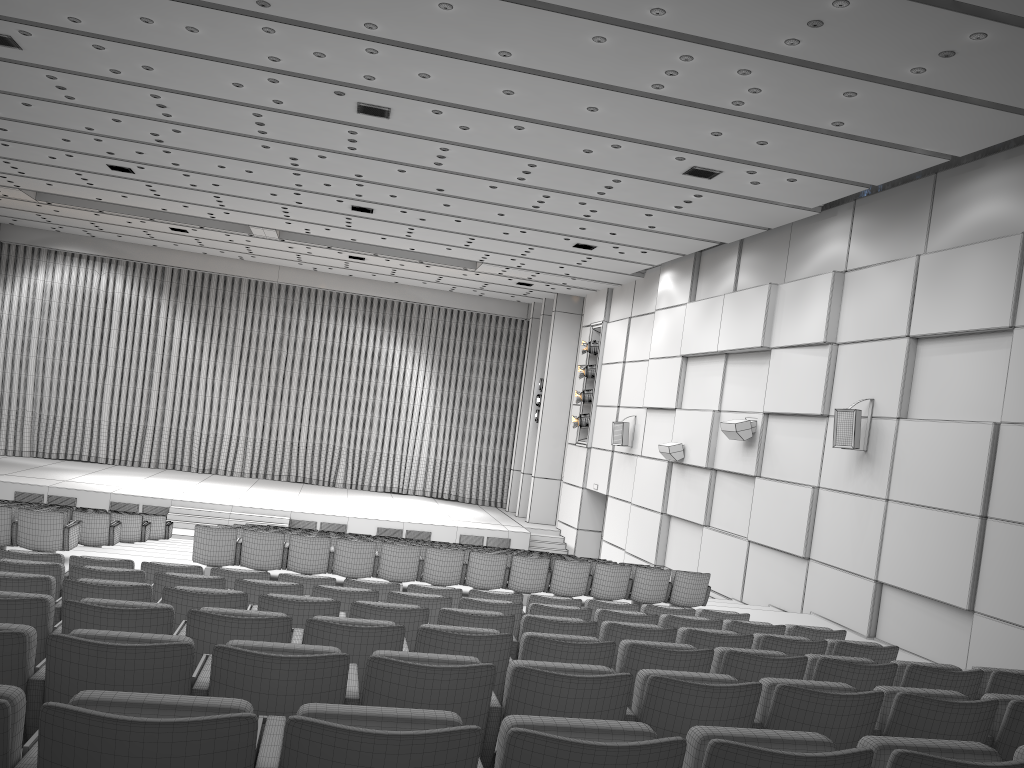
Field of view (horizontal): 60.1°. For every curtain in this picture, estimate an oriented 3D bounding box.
[{"bbox_3d":[-7.541,-0.200,27.689,16.158,6.528,1.425,7,1,-11],"label":"curtain"}]

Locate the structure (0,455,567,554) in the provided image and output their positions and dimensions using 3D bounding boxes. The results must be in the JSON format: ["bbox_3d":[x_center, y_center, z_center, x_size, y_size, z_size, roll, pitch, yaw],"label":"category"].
[{"bbox_3d":[-7.355,3.412,24.725,17.850,0.846,8.302,8,-2,-11],"label":"structure"}]

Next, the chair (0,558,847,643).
[{"bbox_3d":[-3.951,1.461,6.204,13.774,0.622,0.611,8,0,-11],"label":"chair"}]

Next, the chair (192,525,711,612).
[{"bbox_3d":[-0.606,2.395,11.290,6.612,0.622,0.611,8,0,-11],"label":"chair"}]

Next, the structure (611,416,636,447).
[{"bbox_3d":[2.570,1.069,20.375,0.407,0.745,0.412,8,1,36],"label":"structure"}]

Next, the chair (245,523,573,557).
[{"bbox_3d":[-1.972,3.405,17.787,6.611,0.622,0.611,8,0,-11],"label":"chair"}]

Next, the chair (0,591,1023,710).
[{"bbox_3d":[-3.496,1.125,4.038,13.774,0.622,0.611,8,0,-11],"label":"chair"}]

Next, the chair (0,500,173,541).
[{"bbox_3d":[-9.740,2.370,16.231,6.611,0.622,0.611,8,0,-11],"label":"chair"}]

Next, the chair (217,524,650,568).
[{"bbox_3d":[-1.062,2.732,13.456,6.611,0.622,0.611,8,0,-11],"label":"chair"}]

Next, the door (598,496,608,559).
[{"bbox_3d":[2.515,3.882,22.467,0.086,2.180,1.694,7,0,-11],"label":"door"}]

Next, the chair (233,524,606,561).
[{"bbox_3d":[-1.517,3.068,15.621,6.611,0.622,0.611,8,0,-11],"label":"chair"}]

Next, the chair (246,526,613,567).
[{"bbox_3d":[-1.273,2.902,14.542,6.060,0.622,0.611,8,0,-11],"label":"chair"}]

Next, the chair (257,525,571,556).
[{"bbox_3d":[-1.728,3.239,16.708,6.060,0.622,0.611,8,0,-11],"label":"chair"}]

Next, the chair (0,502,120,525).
[{"bbox_3d":[-9.040,1.867,12.986,6.060,0.622,0.611,8,0,-11],"label":"chair"}]

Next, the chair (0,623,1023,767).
[{"bbox_3d":[-3.294,0.953,2.950,13.223,0.622,0.611,8,0,-11],"label":"chair"}]

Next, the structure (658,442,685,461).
[{"bbox_3d":[3.237,1.322,17.706,0.472,0.418,0.519,7,-1,-14],"label":"structure"}]

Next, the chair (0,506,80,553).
[{"bbox_3d":[-8.374,1.360,9.734,6.611,0.622,0.611,8,0,-11],"label":"chair"}]

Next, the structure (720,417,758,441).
[{"bbox_3d":[3.913,0.762,15.235,0.472,0.418,0.518,7,-1,-15],"label":"structure"}]

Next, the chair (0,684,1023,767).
[{"bbox_3d":[-3.041,0.788,1.873,13.774,0.622,0.611,8,0,-11],"label":"chair"}]

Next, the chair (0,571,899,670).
[{"bbox_3d":[-3.750,1.289,5.116,13.223,0.622,0.611,8,0,-11],"label":"chair"}]

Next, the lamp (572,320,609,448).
[{"bbox_3d":[2.083,0.018,23.485,0.757,3.344,1.018,7,1,-15],"label":"lamp"}]

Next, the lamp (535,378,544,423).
[{"bbox_3d":[0.907,0.497,25.885,0.437,1.480,0.384,7,1,-15],"label":"lamp"}]

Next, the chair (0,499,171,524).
[{"bbox_3d":[-9.918,2.545,17.330,6.060,0.622,0.611,8,0,-11],"label":"chair"}]

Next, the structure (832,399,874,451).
[{"bbox_3d":[4.709,0.543,12.242,0.407,0.745,0.412,8,1,36],"label":"structure"}]

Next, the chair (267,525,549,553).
[{"bbox_3d":[-2.150,3.580,18.886,6.060,0.622,0.611,8,0,-11],"label":"chair"}]

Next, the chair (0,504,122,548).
[{"bbox_3d":[-8.829,1.696,11.900,6.611,0.622,0.611,8,0,-11],"label":"chair"}]

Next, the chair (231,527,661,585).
[{"bbox_3d":[-0.817,2.566,12.376,6.060,0.622,0.611,8,0,-11],"label":"chair"}]

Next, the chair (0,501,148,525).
[{"bbox_3d":[-9.496,2.204,15.152,6.060,0.622,0.611,8,0,-11],"label":"chair"}]

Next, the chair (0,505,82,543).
[{"bbox_3d":[-8.585,1.530,10.820,6.060,0.622,0.611,8,0,-11],"label":"chair"}]

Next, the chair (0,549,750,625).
[{"bbox_3d":[-4.205,1.626,7.282,13.223,0.622,0.611,8,0,-11],"label":"chair"}]

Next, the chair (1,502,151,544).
[{"bbox_3d":[-9.285,2.033,14.066,6.611,0.622,0.611,8,0,-11],"label":"chair"}]
